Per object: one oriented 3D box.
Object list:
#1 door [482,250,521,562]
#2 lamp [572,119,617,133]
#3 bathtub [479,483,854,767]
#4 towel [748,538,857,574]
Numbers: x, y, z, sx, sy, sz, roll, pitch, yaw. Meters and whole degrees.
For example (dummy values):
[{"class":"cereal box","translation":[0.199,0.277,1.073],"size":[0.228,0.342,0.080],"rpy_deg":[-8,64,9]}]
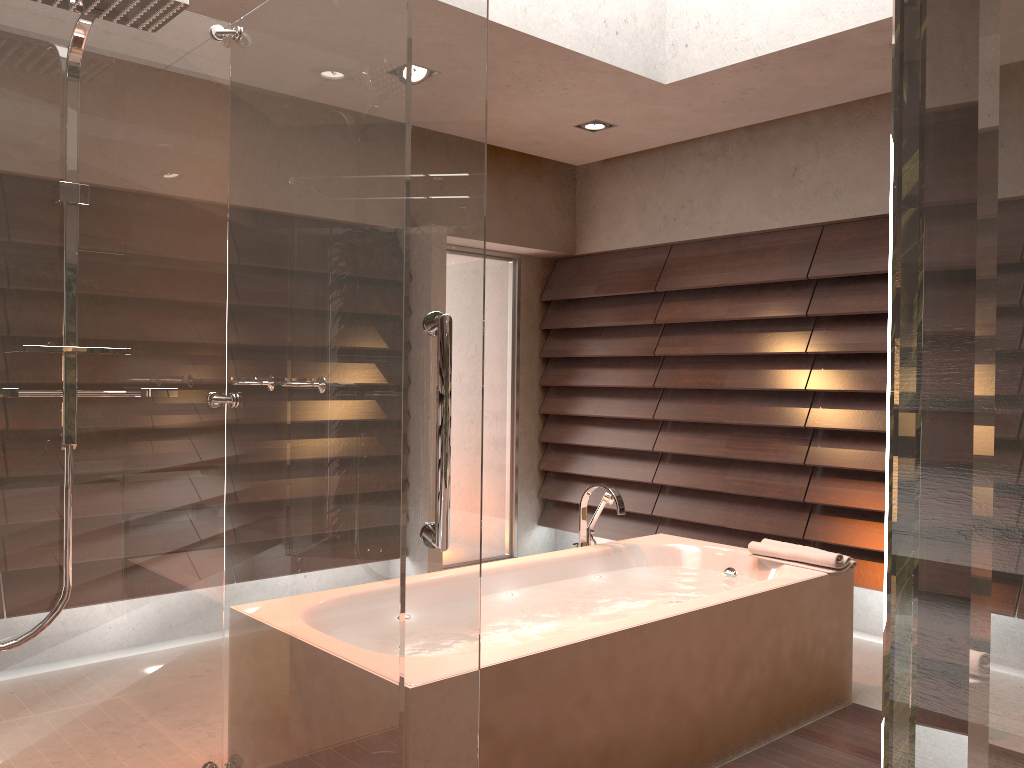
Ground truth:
[{"class":"door","translation":[-0.358,0.143,5.555],"size":[1.007,2.000,0.090],"rpy_deg":[0,0,-42]},{"class":"lamp","translation":[0.431,-1.362,4.610],"size":[0.165,0.051,0.170],"rpy_deg":[0,0,-42]},{"class":"bathtub","translation":[0.187,0.786,2.986],"size":[2.000,0.761,0.994],"rpy_deg":[0,0,-42]},{"class":"towel","translation":[1.085,0.639,3.344],"size":[0.159,0.068,0.396],"rpy_deg":[0,0,-36]}]
